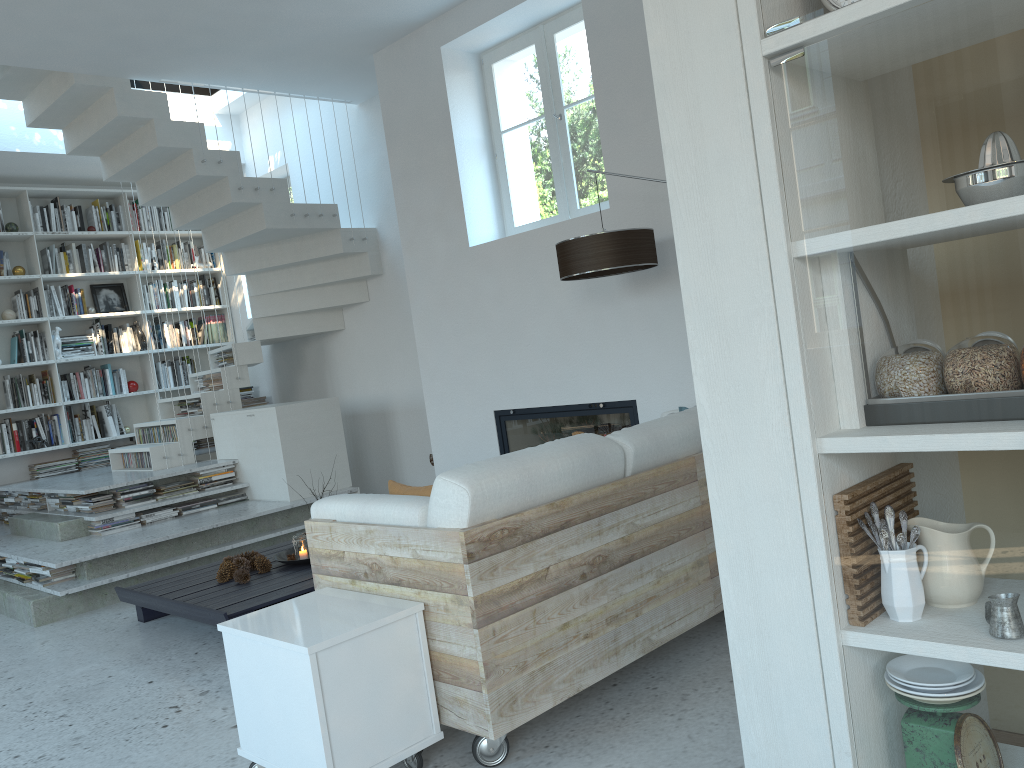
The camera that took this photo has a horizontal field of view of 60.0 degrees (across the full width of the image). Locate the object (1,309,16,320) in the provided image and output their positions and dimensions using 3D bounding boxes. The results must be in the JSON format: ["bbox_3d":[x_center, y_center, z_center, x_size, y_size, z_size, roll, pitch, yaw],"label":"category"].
[{"bbox_3d":[-4.298,-0.581,7.574,0.111,0.113,0.111,-7,3,23],"label":"object"}]

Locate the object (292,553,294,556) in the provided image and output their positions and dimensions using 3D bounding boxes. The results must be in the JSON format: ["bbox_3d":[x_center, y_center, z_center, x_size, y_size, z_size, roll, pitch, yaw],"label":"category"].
[{"bbox_3d":[-1.188,0.935,4.848,0.031,0.035,0.031,-11,3,-44],"label":"object"}]

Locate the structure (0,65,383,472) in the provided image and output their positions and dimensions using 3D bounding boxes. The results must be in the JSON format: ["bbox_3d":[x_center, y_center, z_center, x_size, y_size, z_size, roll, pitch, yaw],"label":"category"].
[{"bbox_3d":[-2.587,-0.745,6.743,2.610,3.384,1.955,-11,4,-44],"label":"structure"}]

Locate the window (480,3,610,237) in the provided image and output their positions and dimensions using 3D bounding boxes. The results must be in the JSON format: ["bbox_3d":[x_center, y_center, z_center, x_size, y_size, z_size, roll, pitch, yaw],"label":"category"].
[{"bbox_3d":[0.255,-1.532,5.261,0.072,1.227,1.118,-11,4,-44],"label":"window"}]

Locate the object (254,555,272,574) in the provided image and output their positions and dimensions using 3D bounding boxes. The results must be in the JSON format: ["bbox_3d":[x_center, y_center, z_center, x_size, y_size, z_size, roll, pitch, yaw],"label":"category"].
[{"bbox_3d":[-1.304,0.947,4.647,0.083,0.100,0.092,-10,3,-39],"label":"object"}]

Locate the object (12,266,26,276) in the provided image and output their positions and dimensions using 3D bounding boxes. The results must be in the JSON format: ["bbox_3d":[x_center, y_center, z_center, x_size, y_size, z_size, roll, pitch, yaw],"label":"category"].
[{"bbox_3d":[-4.213,-0.959,7.577,0.100,0.102,0.100,-7,3,23],"label":"object"}]

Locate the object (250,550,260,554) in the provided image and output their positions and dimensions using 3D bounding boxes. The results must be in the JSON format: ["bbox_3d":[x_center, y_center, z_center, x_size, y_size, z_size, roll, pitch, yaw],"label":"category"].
[{"bbox_3d":[-1.400,0.953,4.850,0.078,0.101,0.086,-7,3,20],"label":"object"}]

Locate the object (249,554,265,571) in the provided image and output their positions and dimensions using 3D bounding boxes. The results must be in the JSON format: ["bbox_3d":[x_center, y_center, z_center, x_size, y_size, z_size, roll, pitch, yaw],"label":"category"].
[{"bbox_3d":[-1.366,0.953,4.737,0.105,0.086,0.091,-10,3,-30],"label":"object"}]

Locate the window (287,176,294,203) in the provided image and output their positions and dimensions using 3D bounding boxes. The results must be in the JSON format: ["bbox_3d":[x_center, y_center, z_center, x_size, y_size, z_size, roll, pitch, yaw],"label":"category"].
[{"bbox_3d":[-2.070,-1.311,8.335,0.042,1.227,1.118,-11,4,-44],"label":"window"}]

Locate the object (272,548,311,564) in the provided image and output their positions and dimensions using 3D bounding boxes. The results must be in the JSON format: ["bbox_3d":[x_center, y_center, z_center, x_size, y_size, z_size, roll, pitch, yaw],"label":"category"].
[{"bbox_3d":[-1.074,0.917,4.798,0.429,0.038,0.429,-8,2,-4],"label":"object"}]

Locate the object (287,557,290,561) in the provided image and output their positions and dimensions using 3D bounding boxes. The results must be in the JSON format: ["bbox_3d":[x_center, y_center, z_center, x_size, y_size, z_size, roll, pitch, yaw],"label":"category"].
[{"bbox_3d":[-1.193,0.942,4.765,0.026,0.027,0.030,-8,2,13],"label":"object"}]

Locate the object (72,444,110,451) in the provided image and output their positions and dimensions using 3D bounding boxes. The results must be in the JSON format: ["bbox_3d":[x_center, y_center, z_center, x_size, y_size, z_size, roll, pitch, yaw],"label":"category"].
[{"bbox_3d":[-3.785,0.572,7.973,0.285,0.005,0.159,-10,3,-39],"label":"object"}]

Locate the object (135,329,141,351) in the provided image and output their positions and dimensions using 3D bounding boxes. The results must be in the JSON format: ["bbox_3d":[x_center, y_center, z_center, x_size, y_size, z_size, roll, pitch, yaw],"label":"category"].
[{"bbox_3d":[-3.526,-0.398,8.308,0.022,0.212,0.179,-11,4,-44],"label":"object"}]

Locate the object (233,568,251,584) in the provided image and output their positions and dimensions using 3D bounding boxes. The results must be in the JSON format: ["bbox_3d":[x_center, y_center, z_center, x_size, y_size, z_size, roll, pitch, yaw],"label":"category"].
[{"bbox_3d":[-1.353,0.965,4.452,0.080,0.083,0.098,-10,3,-39],"label":"object"}]

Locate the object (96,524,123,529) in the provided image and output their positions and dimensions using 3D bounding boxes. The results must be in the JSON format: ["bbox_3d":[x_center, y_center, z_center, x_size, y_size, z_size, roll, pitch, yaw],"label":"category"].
[{"bbox_3d":[-2.687,0.950,5.976,0.204,0.004,0.140,-10,3,-41],"label":"object"}]

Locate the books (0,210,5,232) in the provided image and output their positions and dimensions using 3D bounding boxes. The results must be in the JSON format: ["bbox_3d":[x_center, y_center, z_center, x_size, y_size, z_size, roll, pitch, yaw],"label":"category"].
[{"bbox_3d":[-4.373,-1.362,7.565,0.014,0.209,0.188,-11,4,-44],"label":"books"}]

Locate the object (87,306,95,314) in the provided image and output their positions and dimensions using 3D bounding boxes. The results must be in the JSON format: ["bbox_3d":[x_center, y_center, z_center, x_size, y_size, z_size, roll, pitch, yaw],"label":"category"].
[{"bbox_3d":[-3.815,-0.657,8.014,0.091,0.092,0.091,-8,2,4],"label":"object"}]

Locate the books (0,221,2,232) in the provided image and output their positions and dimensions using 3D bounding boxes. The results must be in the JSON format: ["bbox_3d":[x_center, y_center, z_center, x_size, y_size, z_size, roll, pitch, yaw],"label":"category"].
[{"bbox_3d":[-4.391,-1.362,7.560,0.018,0.214,0.157,-11,4,-44],"label":"books"}]

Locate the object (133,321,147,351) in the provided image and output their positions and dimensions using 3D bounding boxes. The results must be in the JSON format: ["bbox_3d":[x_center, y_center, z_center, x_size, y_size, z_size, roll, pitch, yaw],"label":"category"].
[{"bbox_3d":[-3.436,-0.443,8.207,0.087,0.288,0.075,-9,3,-9],"label":"object"}]

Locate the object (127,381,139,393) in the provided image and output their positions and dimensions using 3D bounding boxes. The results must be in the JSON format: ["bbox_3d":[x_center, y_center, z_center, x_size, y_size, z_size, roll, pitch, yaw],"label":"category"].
[{"bbox_3d":[-3.530,0.027,8.235,0.115,0.116,0.115,-7,3,23],"label":"object"}]

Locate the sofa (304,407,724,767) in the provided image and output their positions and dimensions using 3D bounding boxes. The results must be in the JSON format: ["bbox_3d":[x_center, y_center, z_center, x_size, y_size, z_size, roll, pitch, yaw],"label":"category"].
[{"bbox_3d":[0.378,0.552,3.442,2.192,0.855,0.872,-10,3,-44],"label":"sofa"}]

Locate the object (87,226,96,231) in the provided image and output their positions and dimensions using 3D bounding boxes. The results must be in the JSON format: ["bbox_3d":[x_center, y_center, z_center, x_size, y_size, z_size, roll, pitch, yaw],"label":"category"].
[{"bbox_3d":[-3.798,-1.391,8.011,0.071,0.072,0.071,-8,2,4],"label":"object"}]

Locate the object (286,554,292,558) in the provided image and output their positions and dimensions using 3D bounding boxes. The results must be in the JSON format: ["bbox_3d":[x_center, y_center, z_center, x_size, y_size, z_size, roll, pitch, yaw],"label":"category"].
[{"bbox_3d":[-1.204,0.938,4.807,0.030,0.035,0.035,-6,3,44],"label":"object"}]

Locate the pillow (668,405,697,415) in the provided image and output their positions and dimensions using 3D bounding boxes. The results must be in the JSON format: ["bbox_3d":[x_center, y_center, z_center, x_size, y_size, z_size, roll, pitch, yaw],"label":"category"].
[{"bbox_3d":[0.760,0.256,3.691,0.239,0.407,0.594,-6,3,41],"label":"pillow"}]

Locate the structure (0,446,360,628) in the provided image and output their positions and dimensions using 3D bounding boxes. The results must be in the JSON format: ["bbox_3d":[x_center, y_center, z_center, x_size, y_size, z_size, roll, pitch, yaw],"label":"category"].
[{"bbox_3d":[-2.707,0.976,7.003,2.896,0.659,3.114,-10,3,-44],"label":"structure"}]

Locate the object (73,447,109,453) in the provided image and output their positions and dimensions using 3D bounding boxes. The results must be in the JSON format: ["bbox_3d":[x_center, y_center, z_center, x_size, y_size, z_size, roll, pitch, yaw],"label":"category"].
[{"bbox_3d":[-3.790,0.595,7.982,0.254,0.006,0.161,-10,3,-44],"label":"object"}]

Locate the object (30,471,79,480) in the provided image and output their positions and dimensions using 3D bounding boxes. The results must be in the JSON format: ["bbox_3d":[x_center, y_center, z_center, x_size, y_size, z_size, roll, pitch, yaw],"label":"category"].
[{"bbox_3d":[-3.995,0.799,7.746,0.193,0.007,0.345,-6,3,41],"label":"object"}]

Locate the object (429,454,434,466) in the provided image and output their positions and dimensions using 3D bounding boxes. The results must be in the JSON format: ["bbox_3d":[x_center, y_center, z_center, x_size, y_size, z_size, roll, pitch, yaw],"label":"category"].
[{"bbox_3d":[-0.378,0.509,6.027,0.442,0.094,0.096,-6,3,42],"label":"object"}]

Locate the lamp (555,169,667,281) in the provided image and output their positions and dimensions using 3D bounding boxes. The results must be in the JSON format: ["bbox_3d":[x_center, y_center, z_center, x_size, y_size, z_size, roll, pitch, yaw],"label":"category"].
[{"bbox_3d":[0.993,-0.112,3.975,1.559,1.967,0.470,-7,3,31],"label":"lamp"}]

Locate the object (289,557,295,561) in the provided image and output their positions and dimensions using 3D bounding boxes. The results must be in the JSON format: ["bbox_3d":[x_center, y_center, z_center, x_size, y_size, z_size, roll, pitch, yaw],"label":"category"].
[{"bbox_3d":[-1.171,0.937,4.731,0.035,0.035,0.030,-9,3,-21],"label":"object"}]

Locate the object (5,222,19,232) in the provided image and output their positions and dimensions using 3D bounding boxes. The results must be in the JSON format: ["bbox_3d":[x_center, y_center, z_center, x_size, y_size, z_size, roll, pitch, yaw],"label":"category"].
[{"bbox_3d":[-4.262,-1.324,7.554,0.104,0.105,0.104,-8,2,4],"label":"object"}]

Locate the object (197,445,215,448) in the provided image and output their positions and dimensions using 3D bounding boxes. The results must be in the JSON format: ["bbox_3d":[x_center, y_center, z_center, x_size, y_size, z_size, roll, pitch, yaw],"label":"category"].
[{"bbox_3d":[-2.953,0.601,8.804,0.367,0.007,0.206,-10,3,-34],"label":"object"}]

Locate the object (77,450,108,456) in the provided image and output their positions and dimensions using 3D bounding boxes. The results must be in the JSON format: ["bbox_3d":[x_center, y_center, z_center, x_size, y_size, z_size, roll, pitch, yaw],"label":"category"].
[{"bbox_3d":[-3.788,0.622,7.981,0.254,0.006,0.161,-10,3,-44],"label":"object"}]

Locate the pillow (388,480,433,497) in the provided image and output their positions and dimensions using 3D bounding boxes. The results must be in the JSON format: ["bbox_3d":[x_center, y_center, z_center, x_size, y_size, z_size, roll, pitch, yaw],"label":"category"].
[{"bbox_3d":[-0.238,0.464,2.863,0.463,0.339,0.200,-6,3,40],"label":"pillow"}]

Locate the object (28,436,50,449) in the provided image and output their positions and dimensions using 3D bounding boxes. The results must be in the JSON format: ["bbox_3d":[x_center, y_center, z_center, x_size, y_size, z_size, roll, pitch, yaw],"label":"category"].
[{"bbox_3d":[-4.015,0.495,7.524,0.064,0.114,0.160,-6,3,33],"label":"object"}]

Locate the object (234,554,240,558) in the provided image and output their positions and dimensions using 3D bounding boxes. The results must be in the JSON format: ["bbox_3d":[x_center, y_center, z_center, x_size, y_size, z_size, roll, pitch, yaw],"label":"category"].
[{"bbox_3d":[-1.492,0.974,4.862,0.078,0.084,0.098,-11,3,-44],"label":"object"}]

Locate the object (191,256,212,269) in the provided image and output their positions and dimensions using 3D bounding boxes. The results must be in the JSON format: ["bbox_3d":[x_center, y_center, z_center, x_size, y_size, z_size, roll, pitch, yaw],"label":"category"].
[{"bbox_3d":[-3.044,-1.187,8.675,0.203,0.137,0.095,-9,3,-28],"label":"object"}]

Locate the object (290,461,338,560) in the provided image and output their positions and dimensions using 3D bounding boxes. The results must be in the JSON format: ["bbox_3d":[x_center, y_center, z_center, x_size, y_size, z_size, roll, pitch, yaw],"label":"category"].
[{"bbox_3d":[-1.042,0.669,4.732,0.309,0.522,0.435,-9,3,-14],"label":"object"}]

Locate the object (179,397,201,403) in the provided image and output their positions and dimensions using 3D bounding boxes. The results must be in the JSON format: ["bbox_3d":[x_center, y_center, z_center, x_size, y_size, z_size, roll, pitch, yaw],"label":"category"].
[{"bbox_3d":[-2.755,0.133,7.622,0.161,0.025,0.174,-10,3,-40],"label":"object"}]

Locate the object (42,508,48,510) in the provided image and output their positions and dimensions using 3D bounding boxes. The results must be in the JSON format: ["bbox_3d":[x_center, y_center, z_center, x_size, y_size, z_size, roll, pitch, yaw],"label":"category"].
[{"bbox_3d":[-3.569,0.946,6.835,0.266,0.010,0.145,-6,3,42],"label":"object"}]

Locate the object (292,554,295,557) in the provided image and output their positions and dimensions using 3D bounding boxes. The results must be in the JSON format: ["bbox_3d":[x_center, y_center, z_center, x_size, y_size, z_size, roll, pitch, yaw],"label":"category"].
[{"bbox_3d":[-1.162,0.930,4.762,0.038,0.043,0.039,-7,3,16],"label":"object"}]

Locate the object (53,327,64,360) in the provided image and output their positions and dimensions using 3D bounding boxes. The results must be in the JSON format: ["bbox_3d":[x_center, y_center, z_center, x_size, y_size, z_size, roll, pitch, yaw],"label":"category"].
[{"bbox_3d":[-3.937,-0.351,7.683,0.087,0.288,0.075,-9,3,-9],"label":"object"}]

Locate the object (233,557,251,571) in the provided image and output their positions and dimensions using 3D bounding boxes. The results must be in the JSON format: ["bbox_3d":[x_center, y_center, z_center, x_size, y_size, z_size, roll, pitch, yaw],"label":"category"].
[{"bbox_3d":[-1.429,0.957,4.670,0.094,0.108,0.107,-8,3,13],"label":"object"}]

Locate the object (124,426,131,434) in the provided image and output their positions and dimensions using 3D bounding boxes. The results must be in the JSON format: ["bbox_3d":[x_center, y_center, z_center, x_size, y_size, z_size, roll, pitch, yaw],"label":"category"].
[{"bbox_3d":[-3.565,0.425,8.197,0.071,0.072,0.071,-8,2,4],"label":"object"}]

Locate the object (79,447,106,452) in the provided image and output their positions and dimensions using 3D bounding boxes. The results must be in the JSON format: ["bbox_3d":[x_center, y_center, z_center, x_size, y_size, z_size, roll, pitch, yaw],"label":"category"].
[{"bbox_3d":[-3.791,0.589,7.982,0.254,0.006,0.161,-10,3,-44],"label":"object"}]

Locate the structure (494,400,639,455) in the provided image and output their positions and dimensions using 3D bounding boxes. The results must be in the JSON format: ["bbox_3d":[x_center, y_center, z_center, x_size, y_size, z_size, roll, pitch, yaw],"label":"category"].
[{"bbox_3d":[0.571,0.367,5.360,1.211,0.584,0.734,-6,3,42],"label":"structure"}]

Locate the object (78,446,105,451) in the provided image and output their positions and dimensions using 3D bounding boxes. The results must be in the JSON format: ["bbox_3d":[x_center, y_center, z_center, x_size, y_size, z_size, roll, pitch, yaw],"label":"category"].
[{"bbox_3d":[-3.791,0.578,7.979,0.254,0.006,0.161,-10,3,-43],"label":"object"}]

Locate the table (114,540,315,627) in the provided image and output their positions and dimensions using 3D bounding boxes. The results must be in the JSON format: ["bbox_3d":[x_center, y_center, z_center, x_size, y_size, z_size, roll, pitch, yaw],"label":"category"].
[{"bbox_3d":[-1.223,1.063,4.726,1.268,0.218,1.258,-10,3,-44],"label":"table"}]

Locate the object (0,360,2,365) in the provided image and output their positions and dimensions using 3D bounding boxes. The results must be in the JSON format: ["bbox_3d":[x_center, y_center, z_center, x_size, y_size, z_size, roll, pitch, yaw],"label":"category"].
[{"bbox_3d":[-4.325,-0.180,7.447,0.071,0.072,0.071,-8,2,4],"label":"object"}]

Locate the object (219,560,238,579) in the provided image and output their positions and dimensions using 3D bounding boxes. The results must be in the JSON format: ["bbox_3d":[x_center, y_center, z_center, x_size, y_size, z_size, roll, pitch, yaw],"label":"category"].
[{"bbox_3d":[-1.483,0.972,4.624,0.114,0.101,0.110,-7,3,28],"label":"object"}]

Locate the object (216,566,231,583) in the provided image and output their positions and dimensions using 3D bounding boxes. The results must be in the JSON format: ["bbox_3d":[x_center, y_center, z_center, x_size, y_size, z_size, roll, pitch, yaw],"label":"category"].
[{"bbox_3d":[-1.481,0.983,4.549,0.082,0.085,0.082,-10,3,-30],"label":"object"}]

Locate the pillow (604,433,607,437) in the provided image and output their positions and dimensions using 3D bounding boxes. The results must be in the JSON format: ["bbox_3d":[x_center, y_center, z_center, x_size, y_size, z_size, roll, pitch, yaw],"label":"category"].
[{"bbox_3d":[0.198,0.379,3.104,0.197,0.350,0.488,-6,3,43],"label":"pillow"}]

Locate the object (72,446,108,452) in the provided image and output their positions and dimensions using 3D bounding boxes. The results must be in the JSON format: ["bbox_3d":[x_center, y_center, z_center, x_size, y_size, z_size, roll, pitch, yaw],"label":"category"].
[{"bbox_3d":[-3.792,0.584,7.982,0.284,0.005,0.159,-10,3,-44],"label":"object"}]

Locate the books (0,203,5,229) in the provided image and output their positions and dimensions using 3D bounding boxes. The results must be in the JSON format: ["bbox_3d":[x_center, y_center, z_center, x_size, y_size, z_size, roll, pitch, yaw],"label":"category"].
[{"bbox_3d":[-4.374,-1.411,7.570,0.006,0.306,0.163,-11,4,-44],"label":"books"}]

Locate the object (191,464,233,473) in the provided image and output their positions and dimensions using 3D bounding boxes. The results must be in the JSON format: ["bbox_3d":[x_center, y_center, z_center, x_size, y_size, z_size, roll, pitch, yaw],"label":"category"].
[{"bbox_3d":[-2.245,0.617,6.586,0.283,0.030,0.177,-10,3,-44],"label":"object"}]

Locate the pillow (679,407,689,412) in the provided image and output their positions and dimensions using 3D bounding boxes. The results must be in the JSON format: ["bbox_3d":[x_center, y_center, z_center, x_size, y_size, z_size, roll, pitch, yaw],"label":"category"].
[{"bbox_3d":[0.937,0.252,4.014,0.175,0.317,0.438,-10,3,-36],"label":"pillow"}]

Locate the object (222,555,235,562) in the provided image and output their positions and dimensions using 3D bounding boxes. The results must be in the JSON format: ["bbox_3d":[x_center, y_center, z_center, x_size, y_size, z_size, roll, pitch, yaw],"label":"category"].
[{"bbox_3d":[-1.498,0.957,4.706,0.090,0.106,0.097,-9,3,-23],"label":"object"}]

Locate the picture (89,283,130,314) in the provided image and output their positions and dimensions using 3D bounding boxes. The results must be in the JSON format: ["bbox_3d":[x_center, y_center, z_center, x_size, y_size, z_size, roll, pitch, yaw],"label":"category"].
[{"bbox_3d":[-3.729,-0.783,8.231,0.300,0.300,0.077,-11,4,-44],"label":"picture"}]

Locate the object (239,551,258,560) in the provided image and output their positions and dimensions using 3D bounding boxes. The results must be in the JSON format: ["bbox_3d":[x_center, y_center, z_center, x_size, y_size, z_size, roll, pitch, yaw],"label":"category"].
[{"bbox_3d":[-1.414,0.950,4.787,0.099,0.102,0.097,-7,3,16],"label":"object"}]
